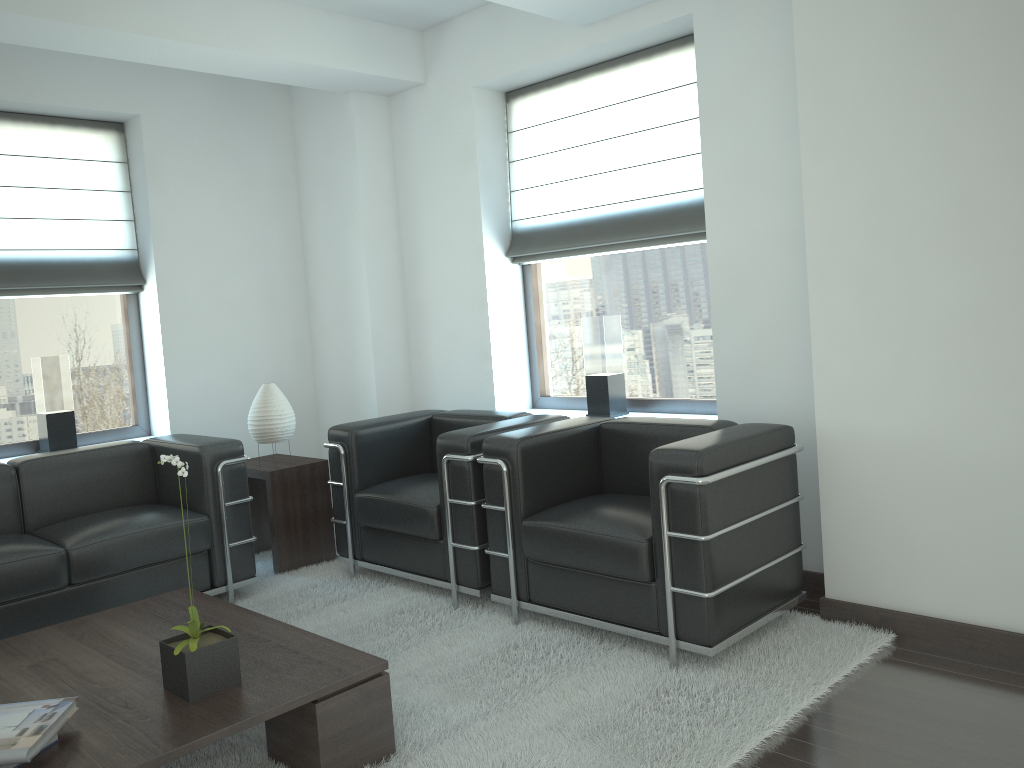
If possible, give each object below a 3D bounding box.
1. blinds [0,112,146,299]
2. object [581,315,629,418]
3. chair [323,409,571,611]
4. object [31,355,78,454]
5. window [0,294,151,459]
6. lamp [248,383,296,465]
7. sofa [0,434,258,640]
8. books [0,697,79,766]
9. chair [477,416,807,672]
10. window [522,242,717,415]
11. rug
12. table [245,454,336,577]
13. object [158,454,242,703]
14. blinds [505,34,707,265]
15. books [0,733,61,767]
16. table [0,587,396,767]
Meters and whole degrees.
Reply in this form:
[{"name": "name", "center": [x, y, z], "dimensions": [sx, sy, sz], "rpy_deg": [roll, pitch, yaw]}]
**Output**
[{"name": "blinds", "center": [-3.862, -1.432, 7.075], "dimensions": [0.222, 1.474, 1.690], "rpy_deg": [-1, 5, 45]}, {"name": "object", "center": [0.714, -0.137, 6.864], "dimensions": [0.243, 0.775, 0.239], "rpy_deg": [-1, 4, 45]}, {"name": "chair", "center": [-0.452, 0.834, 6.460], "dimensions": [1.645, 1.168, 1.126], "rpy_deg": [0, 6, 45]}, {"name": "object", "center": [-3.674, 0.163, 7.119], "dimensions": [0.243, 0.775, 0.239], "rpy_deg": [-1, 4, 45]}, {"name": "window", "center": [-3.934, -0.808, 7.215], "dimensions": [0.146, 2.727, 1.704], "rpy_deg": [-1, 5, 45]}, {"name": "lamp", "center": [-1.924, 0.311, 7.105], "dimensions": [0.375, 0.653, 0.375], "rpy_deg": [-5, 4, -16]}, {"name": "sofa", "center": [-3.363, 1.138, 5.379], "dimensions": [1.123, 1.168, 3.484], "rpy_deg": [0, 6, 45]}, {"name": "books", "center": [-1.938, 1.286, 3.236], "dimensions": [0.518, 0.045, 0.447], "rpy_deg": [-5, 5, -4]}, {"name": "chair", "center": [0.744, 0.845, 5.273], "dimensions": [1.645, 1.168, 1.126], "rpy_deg": [0, 6, 45]}, {"name": "window", "center": [0.889, -1.144, 7.006], "dimensions": [2.131, 2.727, 0.146], "rpy_deg": [-1, 5, 45]}, {"name": "rug", "center": [-1.920, 1.667, 4.404], "dimensions": [5.167, 0.110, 6.266], "rpy_deg": [1, 7, 44]}, {"name": "table", "center": [-1.901, 1.051, 7.196], "dimensions": [0.786, 0.843, 0.527], "rpy_deg": [0, 5, 45]}, {"name": "object", "center": [-1.354, 0.776, 3.698], "dimensions": [0.335, 0.990, 0.253], "rpy_deg": [-1, 4, 45]}, {"name": "blinds", "center": [0.727, -1.750, 6.852], "dimensions": [2.123, 1.474, 0.223], "rpy_deg": [0, 5, 45]}, {"name": "books", "center": [-1.995, 1.341, 3.171], "dimensions": [0.518, 0.045, 0.447], "rpy_deg": [-3, 5, 15]}, {"name": "table", "center": [-1.880, 1.521, 3.845], "dimensions": [1.920, 0.440, 1.940], "rpy_deg": [0, 7, 44]}]
